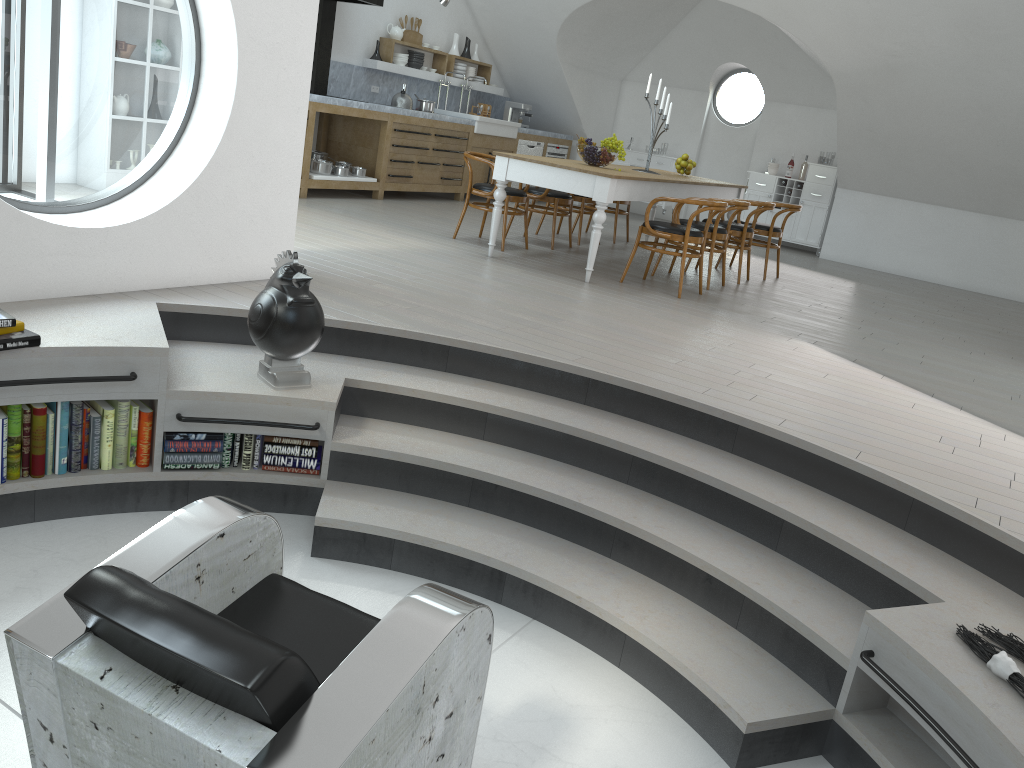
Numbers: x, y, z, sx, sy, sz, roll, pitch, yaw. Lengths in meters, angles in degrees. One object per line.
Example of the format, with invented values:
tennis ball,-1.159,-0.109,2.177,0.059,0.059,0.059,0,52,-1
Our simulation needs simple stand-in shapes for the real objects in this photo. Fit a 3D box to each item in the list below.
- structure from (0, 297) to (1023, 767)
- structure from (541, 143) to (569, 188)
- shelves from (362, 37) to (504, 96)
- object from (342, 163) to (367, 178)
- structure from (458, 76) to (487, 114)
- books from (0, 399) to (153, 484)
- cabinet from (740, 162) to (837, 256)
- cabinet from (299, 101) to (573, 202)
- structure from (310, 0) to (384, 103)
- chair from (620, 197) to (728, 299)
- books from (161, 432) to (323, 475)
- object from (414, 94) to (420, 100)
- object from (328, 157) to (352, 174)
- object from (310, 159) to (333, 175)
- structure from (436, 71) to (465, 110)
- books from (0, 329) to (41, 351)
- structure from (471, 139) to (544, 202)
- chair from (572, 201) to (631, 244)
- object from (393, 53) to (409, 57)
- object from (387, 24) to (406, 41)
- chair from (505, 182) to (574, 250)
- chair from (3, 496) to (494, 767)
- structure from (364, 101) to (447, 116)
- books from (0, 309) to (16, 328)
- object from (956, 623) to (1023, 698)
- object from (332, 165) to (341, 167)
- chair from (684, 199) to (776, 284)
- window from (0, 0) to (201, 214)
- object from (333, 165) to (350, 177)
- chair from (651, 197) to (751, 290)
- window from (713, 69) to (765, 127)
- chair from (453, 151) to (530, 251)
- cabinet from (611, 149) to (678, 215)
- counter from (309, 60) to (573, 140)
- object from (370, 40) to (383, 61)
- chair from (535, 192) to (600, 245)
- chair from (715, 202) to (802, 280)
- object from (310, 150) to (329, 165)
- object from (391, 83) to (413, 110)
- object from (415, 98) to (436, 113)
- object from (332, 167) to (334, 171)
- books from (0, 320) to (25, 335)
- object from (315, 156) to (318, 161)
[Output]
structure,-0.478,0.744,2.165,4.705,0.688,4.749,5,17,-16
structure,0.354,-3.141,12.640,0.633,0.632,0.635,18,18,27
shelves,-1.395,-4.148,9.685,0.481,1.351,5.576,16,17,22
object,-1.630,-2.217,9.211,0.262,0.112,0.154,18,18,27
structure,-0.496,-3.671,11.402,0.333,0.526,0.215,12,15,9
books,-1.923,0.201,3.219,1.149,0.296,0.274,-7,23,-45
cabinet,3.762,-2.436,12.004,1.247,1.145,0.612,18,17,27
cabinet,-1.237,-2.618,10.358,1.007,1.014,6.453,18,18,27
structure,-1.867,-3.825,8.709,0.783,1.871,1.079,18,17,27
chair,1.250,-1.064,6.714,0.624,0.729,0.529,19,18,30
books,-1.119,0.261,3.721,0.664,0.167,0.242,4,17,-20
object,-1.039,-3.228,10.167,0.236,0.165,0.051,17,17,23
object,-1.806,-2.300,9.359,0.182,0.133,0.311,-2,20,-36
object,-1.961,-2.176,8.812,0.379,0.163,0.224,15,17,17
structure,-0.745,-3.590,10.987,0.333,0.526,0.215,12,15,9
books,-1.937,-0.173,3.088,0.367,0.042,0.389,19,19,27
structure,-0.051,-2.927,12.025,0.601,0.817,0.727,18,18,27
chair,0.952,-1.918,9.389,0.623,0.729,0.529,17,17,24
object,-1.296,-3.821,10.336,0.180,0.075,0.182,3,18,-23
object,-1.336,-4.041,10.193,0.174,0.168,0.169,13,16,11
chair,0.255,-1.663,8.133,0.623,0.729,0.529,17,17,24
chair,-0.590,0.737,2.106,0.825,0.714,0.744,17,17,22
structure,-1.197,-3.099,10.040,0.650,0.041,0.740,19,19,27
books,-1.925,-0.238,3.071,0.270,0.031,0.286,23,21,37
object,1.424,0.796,2.438,0.218,0.081,0.477,7,17,-9
object,-1.845,-2.231,9.115,0.041,0.045,0.248,18,18,26
chair,1.970,-1.313,7.961,0.623,0.729,0.529,17,17,23
window,-1.967,-1.471,3.817,0.104,1.459,1.476,18,18,27
object,-1.766,-2.161,8.945,0.261,0.112,0.154,15,17,17
chair,1.586,-1.197,7.350,0.624,0.729,0.529,18,18,27
window,3.257,-4.059,12.597,0.903,0.893,0.060,18,17,27
chair,-0.165,-1.561,7.546,0.624,0.729,0.529,18,18,27
cabinet,1.857,-2.950,12.842,1.139,0.783,0.498,18,18,27
counter,-1.082,-3.411,10.220,0.965,0.615,6.600,18,18,27
object,-1.519,-3.764,9.999,0.156,0.217,0.157,13,16,9
chair,0.575,-1.801,8.779,0.624,0.729,0.529,19,18,30
chair,2.396,-1.413,8.542,0.624,0.729,0.529,19,18,30
object,-2.184,-2.421,9.438,0.455,0.196,0.270,2,18,-26
object,-1.203,-3.187,9.800,0.247,0.266,0.247,22,20,37
object,-0.975,-3.207,10.226,0.232,0.169,0.397,12,16,8
object,-1.969,-2.245,9.102,0.508,0.052,0.265,11,16,5
books,-1.931,-0.208,3.079,0.287,0.034,0.306,15,17,18
object,-1.882,-2.167,8.729,0.052,0.151,0.191,18,18,27
